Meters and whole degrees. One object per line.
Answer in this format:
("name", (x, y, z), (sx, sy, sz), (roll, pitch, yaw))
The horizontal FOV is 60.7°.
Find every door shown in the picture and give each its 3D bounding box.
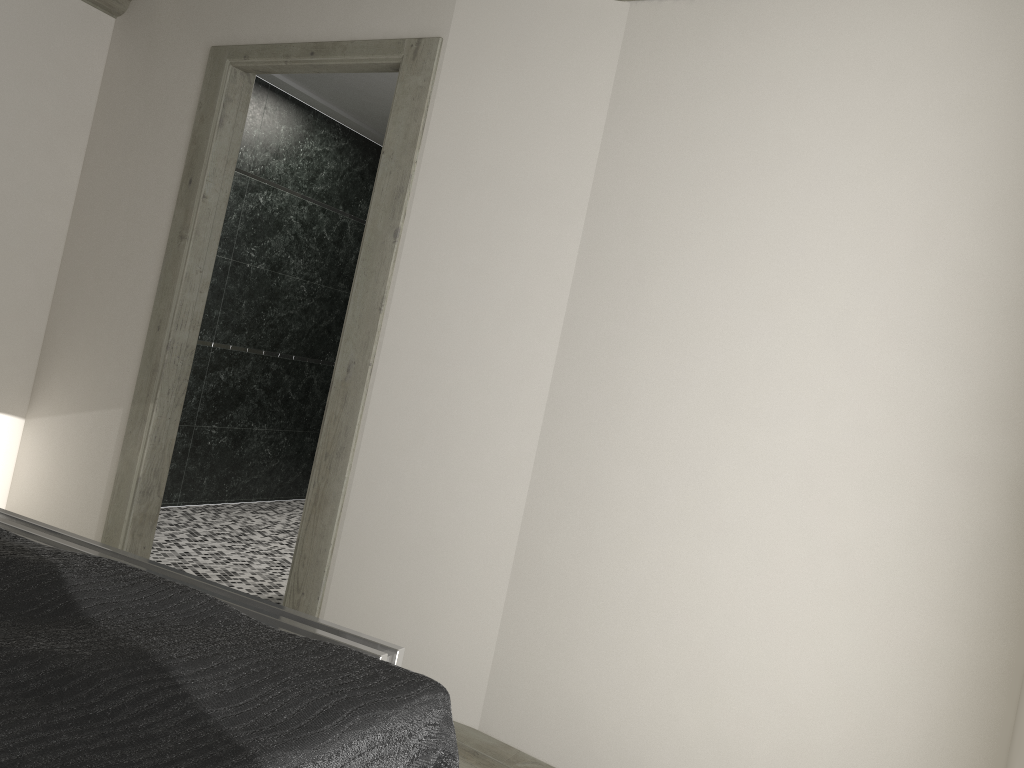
("door", (-0.800, -0.200, 4.228), (1.401, 2.517, 1.117), (11, -1, 33))

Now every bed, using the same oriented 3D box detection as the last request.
("bed", (-1.667, 0.115, 0.488), (2.360, 1.624, 3.199), (12, 0, 25))

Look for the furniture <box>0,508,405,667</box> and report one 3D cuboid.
("furniture", (-1.258, 0.729, 2.183), (1.751, 0.560, 0.615), (12, 0, 21))
